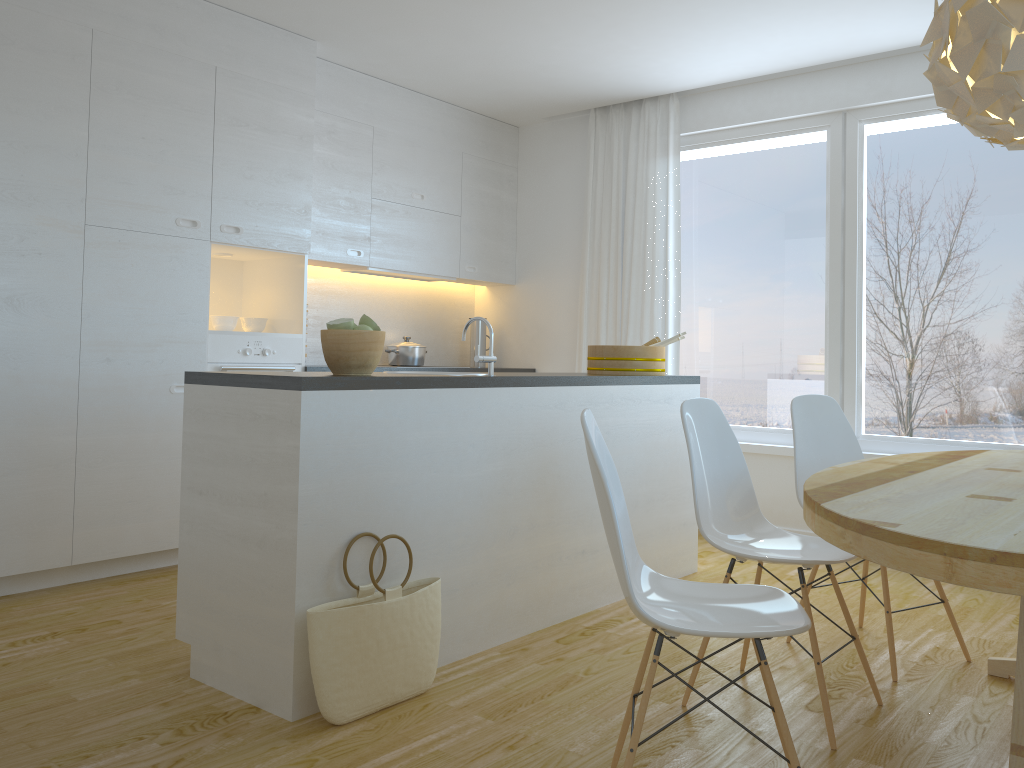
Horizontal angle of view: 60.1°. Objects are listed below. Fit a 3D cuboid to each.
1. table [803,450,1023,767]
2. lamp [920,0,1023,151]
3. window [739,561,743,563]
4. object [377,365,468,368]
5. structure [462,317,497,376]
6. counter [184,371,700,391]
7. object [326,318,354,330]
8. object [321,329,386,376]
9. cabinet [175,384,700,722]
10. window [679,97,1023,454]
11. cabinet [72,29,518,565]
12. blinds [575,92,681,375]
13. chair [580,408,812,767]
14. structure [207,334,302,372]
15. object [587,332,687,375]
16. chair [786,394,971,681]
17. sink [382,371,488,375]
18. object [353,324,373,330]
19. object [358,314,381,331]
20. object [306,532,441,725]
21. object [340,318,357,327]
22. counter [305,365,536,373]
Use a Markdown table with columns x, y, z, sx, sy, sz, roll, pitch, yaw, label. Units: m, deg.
| x | y | z | sx | sy | sz | roll | pitch | yaw | label |
| --- | --- | --- | --- | --- | --- | --- | --- | --- | --- |
| 1.446 | 0.616 | 2.236 | 1.194 | 0.726 | 2.188 | 2 | 1 | 37 | table |
| 1.446 | -1.163 | 2.344 | 0.647 | 1.137 | 0.638 | 0 | -1 | 38 | lamp |
| 1.481 | -0.451 | 1.604 | 2.550 | 2.057 | 1.877 | 1 | 0 | 39 | window |
| -0.695 | -0.109 | 5.679 | 0.562 | 0.013 | 0.653 | 3 | 2 | 39 | object |
| -0.143 | -0.139 | 3.219 | 0.162 | 0.215 | 0.097 | 1 | -1 | 39 | structure |
| -0.066 | -0.020 | 3.589 | 0.601 | 0.040 | 2.398 | 2 | 2 | 39 | counter |
| -0.541 | -0.176 | 2.781 | 0.084 | 0.065 | 0.086 | 1 | 0 | -39 | object |
| -0.509 | -0.100 | 2.830 | 0.205 | 0.142 | 0.205 | 1 | 0 | 0 | object |
| -0.076 | 0.455 | 3.573 | 0.601 | 0.911 | 2.398 | 0 | 0 | 39 | cabinet |
| 1.895 | -0.592 | 5.030 | 2.727 | 1.921 | 0.088 | 2 | -1 | 39 | window |
| -1.018 | -0.405 | 5.180 | 0.481 | 2.305 | 3.197 | 0 | -1 | 39 | cabinet |
| 0.727 | -0.819 | 5.733 | 0.795 | 2.164 | 0.150 | 0 | -2 | 38 | blinds |
| 0.413 | 0.514 | 1.982 | 0.523 | 0.903 | 0.429 | 1 | -1 | 9 | chair |
| -1.293 | 0.056 | 4.479 | 0.049 | 0.597 | 0.560 | 0 | -1 | 39 | structure |
| 0.581 | -0.152 | 4.328 | 0.429 | 0.214 | 0.378 | 1 | 1 | -23 | object |
| 1.287 | 0.500 | 3.192 | 0.429 | 0.903 | 0.523 | 2 | -1 | -31 | chair |
| -0.291 | 0.035 | 3.364 | 0.404 | 0.157 | 0.404 | 1 | 1 | -9 | sink |
| -0.474 | -0.146 | 2.819 | 0.081 | 0.085 | 0.097 | 1 | 0 | 4 | object |
| -0.463 | -0.192 | 2.884 | 0.074 | 0.072 | 0.077 | 1 | 0 | -26 | object |
| 0.069 | 0.700 | 2.441 | 1.190 | 0.502 | 0.470 | 2 | 0 | 17 | object |
| -0.537 | -0.164 | 2.870 | 0.102 | 0.099 | 0.086 | 1 | 0 | -30 | object |
| -0.696 | -0.091 | 5.673 | 0.600 | 0.040 | 1.998 | 2 | 2 | 39 | counter |
